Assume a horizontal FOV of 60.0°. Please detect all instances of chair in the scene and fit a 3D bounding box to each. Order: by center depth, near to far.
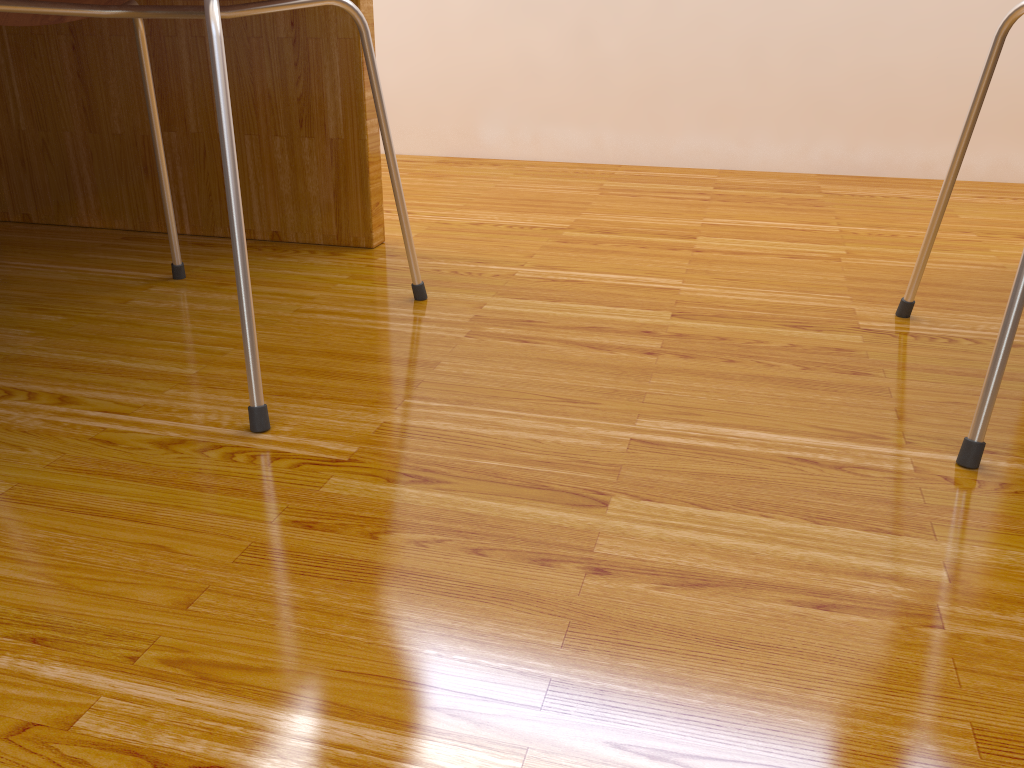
[{"bbox_3d":[0.610,-0.309,0.749,0.381,0.693,0.428,6,23,14],"label":"chair"},{"bbox_3d":[-0.345,-0.373,0.891,0.381,0.693,0.428,6,23,14],"label":"chair"}]

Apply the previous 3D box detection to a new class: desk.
[{"bbox_3d":[-0.964,0.010,0.081,0.760,0.606,3.356,6,23,14],"label":"desk"}]
